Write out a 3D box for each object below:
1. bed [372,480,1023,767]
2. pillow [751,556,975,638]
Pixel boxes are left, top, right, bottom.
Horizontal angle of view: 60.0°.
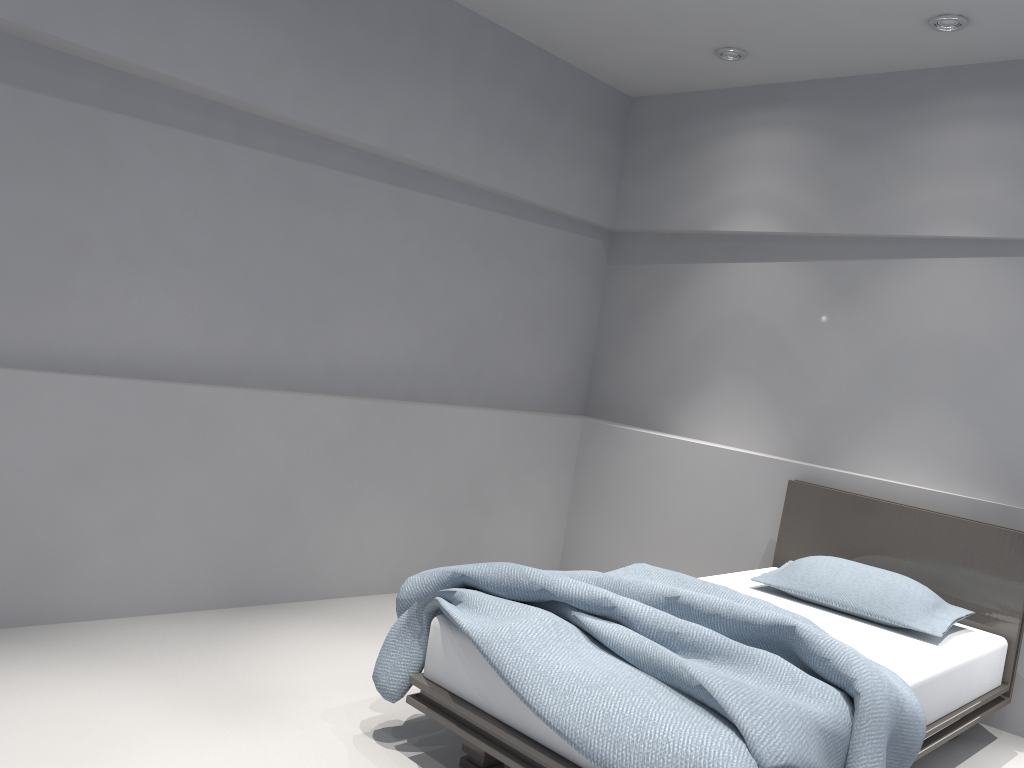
[{"bbox_3d":[0.816,0.794,3.017,1.411,0.752,2.319,11,3,44],"label":"bed"},{"bbox_3d":[1.368,0.804,3.482,0.746,0.173,0.417,11,3,39],"label":"pillow"}]
